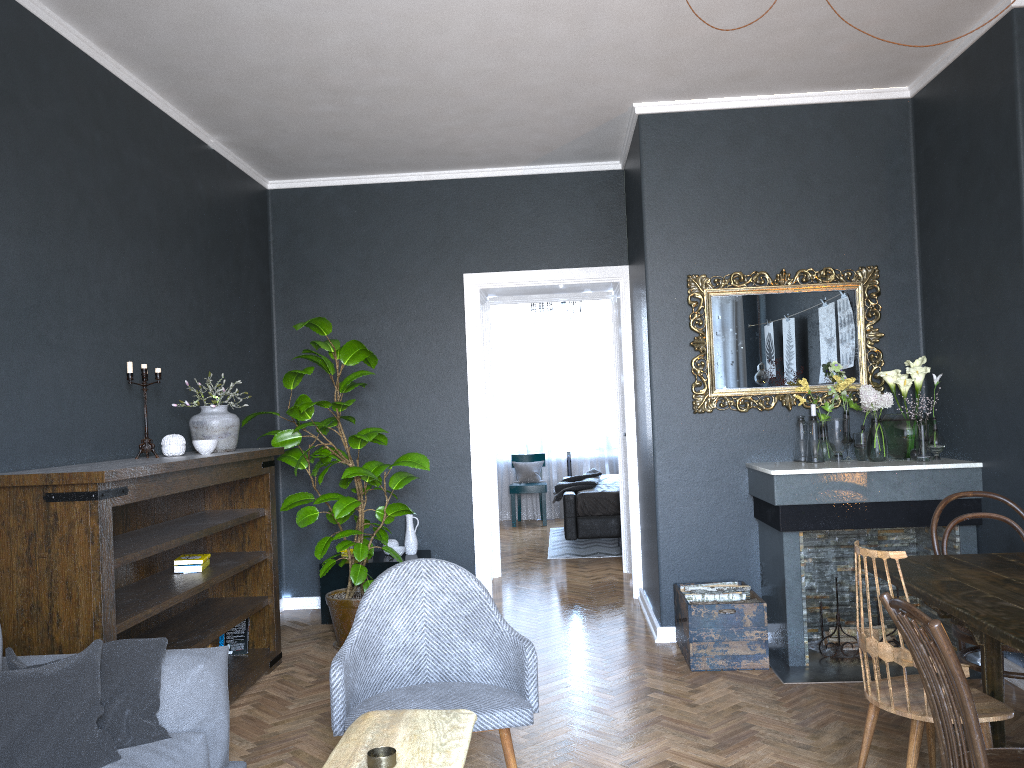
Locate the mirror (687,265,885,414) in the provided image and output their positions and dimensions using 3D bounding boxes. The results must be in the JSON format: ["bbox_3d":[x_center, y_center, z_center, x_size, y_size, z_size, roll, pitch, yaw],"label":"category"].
[{"bbox_3d":[1.509,-0.244,4.887,1.057,0.784,0.067,-2,-1,3],"label":"mirror"}]

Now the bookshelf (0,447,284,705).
[{"bbox_3d":[-1.504,0.913,3.915,0.451,1.172,1.919,-2,-2,3],"label":"bookshelf"}]

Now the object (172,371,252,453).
[{"bbox_3d":[-1.502,0.137,4.457,0.385,0.412,0.275,-2,-1,-19],"label":"object"}]

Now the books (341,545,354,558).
[{"bbox_3d":[-1.036,1.118,5.908,0.214,0.066,0.162,-2,-2,-1],"label":"books"}]

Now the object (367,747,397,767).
[{"bbox_3d":[-0.302,0.818,1.793,0.103,0.033,0.369,-3,-2,14],"label":"object"}]

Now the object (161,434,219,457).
[{"bbox_3d":[-1.494,0.280,4.118,0.255,0.104,0.118,-1,-2,-32],"label":"object"}]

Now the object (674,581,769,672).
[{"bbox_3d":[1.073,1.246,4.604,0.383,0.326,0.552,-2,-2,3],"label":"object"}]

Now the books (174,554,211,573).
[{"bbox_3d":[-1.519,0.887,4.274,0.174,0.113,0.197,-2,-2,-8],"label":"books"}]

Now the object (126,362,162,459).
[{"bbox_3d":[-1.658,0.115,3.974,0.145,0.437,0.130,-3,-1,39],"label":"object"}]

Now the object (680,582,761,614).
[{"bbox_3d":[1.074,1.169,4.606,0.370,0.246,0.533,-2,-2,3],"label":"object"}]

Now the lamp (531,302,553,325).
[{"bbox_3d":[0.296,-1.018,9.089,0.210,0.804,0.210,-3,-1,17],"label":"lamp"}]

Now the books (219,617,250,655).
[{"bbox_3d":[-1.476,1.339,4.733,0.179,0.193,0.122,-3,-1,6],"label":"books"}]

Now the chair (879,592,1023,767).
[{"bbox_3d":[1.180,0.918,2.099,0.467,0.819,0.363,-2,-1,3],"label":"chair"}]

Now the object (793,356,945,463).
[{"bbox_3d":[1.875,0.133,4.655,0.727,0.547,0.474,-3,-1,6],"label":"object"}]

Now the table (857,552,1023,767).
[{"bbox_3d":[1.789,0.949,2.406,1.126,0.727,1.605,-2,-2,3],"label":"table"}]

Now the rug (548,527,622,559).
[{"bbox_3d":[1.092,1.540,8.779,1.458,0.013,2.046,-3,-2,3],"label":"rug"}]

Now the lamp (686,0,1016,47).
[{"bbox_3d":[1.134,-0.870,2.650,1.591,1.574,0.583,-3,-1,34],"label":"lamp"}]

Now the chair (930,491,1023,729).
[{"bbox_3d":[1.831,0.876,3.247,0.438,0.920,0.549,-3,-1,6],"label":"chair"}]

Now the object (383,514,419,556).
[{"bbox_3d":[-0.768,1.005,5.895,0.228,0.268,0.228,-3,-2,37],"label":"object"}]

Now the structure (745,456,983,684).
[{"bbox_3d":[1.786,0.896,4.489,1.065,0.981,0.834,-2,-1,3],"label":"structure"}]

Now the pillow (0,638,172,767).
[{"bbox_3d":[-1.291,0.863,2.395,0.442,0.362,0.797,-3,-2,21],"label":"pillow"}]

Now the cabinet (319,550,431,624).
[{"bbox_3d":[-0.886,1.338,5.865,0.650,0.390,0.456,-2,-1,3],"label":"cabinet"}]

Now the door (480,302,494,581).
[{"bbox_3d":[-0.258,0.434,6.628,0.162,2.186,0.857,-2,-1,3],"label":"door"}]

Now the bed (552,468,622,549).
[{"bbox_3d":[1.582,0.939,8.792,2.375,1.161,2.266,-3,-2,3],"label":"bed"}]

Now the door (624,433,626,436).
[{"bbox_3d":[0.924,0.382,6.564,0.162,2.186,0.857,-2,-1,3],"label":"door"}]

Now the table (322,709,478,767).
[{"bbox_3d":[-0.255,1.110,1.921,0.339,0.550,0.788,-2,-1,3],"label":"table"}]

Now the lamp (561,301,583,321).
[{"bbox_3d":[0.622,-1.051,9.380,0.210,0.747,0.210,-3,-1,17],"label":"lamp"}]

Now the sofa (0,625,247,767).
[{"bbox_3d":[-1.371,1.026,1.774,0.970,0.798,2.341,-2,-2,3],"label":"sofa"}]

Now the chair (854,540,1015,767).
[{"bbox_3d":[1.270,0.921,2.749,0.383,0.856,0.456,-2,-1,-12],"label":"chair"}]

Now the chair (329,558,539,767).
[{"bbox_3d":[-0.266,1.006,2.856,0.645,0.811,0.495,-2,-1,-19],"label":"chair"}]

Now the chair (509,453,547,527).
[{"bbox_3d":[0.197,1.225,10.325,0.435,0.798,0.592,-2,-1,3],"label":"chair"}]

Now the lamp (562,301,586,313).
[{"bbox_3d":[0.571,-1.068,8.395,0.210,0.769,0.210,-3,-1,17],"label":"lamp"}]

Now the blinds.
[{"bbox_3d":[0.733,0.214,10.721,3.992,2.788,0.312,-2,-1,3],"label":"blinds"}]

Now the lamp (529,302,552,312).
[{"bbox_3d":[0.270,-1.079,8.702,0.210,0.714,0.210,-3,-1,17],"label":"lamp"}]

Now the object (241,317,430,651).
[{"bbox_3d":[-1.020,0.573,5.159,1.118,1.898,0.764,-2,-1,-3],"label":"object"}]
